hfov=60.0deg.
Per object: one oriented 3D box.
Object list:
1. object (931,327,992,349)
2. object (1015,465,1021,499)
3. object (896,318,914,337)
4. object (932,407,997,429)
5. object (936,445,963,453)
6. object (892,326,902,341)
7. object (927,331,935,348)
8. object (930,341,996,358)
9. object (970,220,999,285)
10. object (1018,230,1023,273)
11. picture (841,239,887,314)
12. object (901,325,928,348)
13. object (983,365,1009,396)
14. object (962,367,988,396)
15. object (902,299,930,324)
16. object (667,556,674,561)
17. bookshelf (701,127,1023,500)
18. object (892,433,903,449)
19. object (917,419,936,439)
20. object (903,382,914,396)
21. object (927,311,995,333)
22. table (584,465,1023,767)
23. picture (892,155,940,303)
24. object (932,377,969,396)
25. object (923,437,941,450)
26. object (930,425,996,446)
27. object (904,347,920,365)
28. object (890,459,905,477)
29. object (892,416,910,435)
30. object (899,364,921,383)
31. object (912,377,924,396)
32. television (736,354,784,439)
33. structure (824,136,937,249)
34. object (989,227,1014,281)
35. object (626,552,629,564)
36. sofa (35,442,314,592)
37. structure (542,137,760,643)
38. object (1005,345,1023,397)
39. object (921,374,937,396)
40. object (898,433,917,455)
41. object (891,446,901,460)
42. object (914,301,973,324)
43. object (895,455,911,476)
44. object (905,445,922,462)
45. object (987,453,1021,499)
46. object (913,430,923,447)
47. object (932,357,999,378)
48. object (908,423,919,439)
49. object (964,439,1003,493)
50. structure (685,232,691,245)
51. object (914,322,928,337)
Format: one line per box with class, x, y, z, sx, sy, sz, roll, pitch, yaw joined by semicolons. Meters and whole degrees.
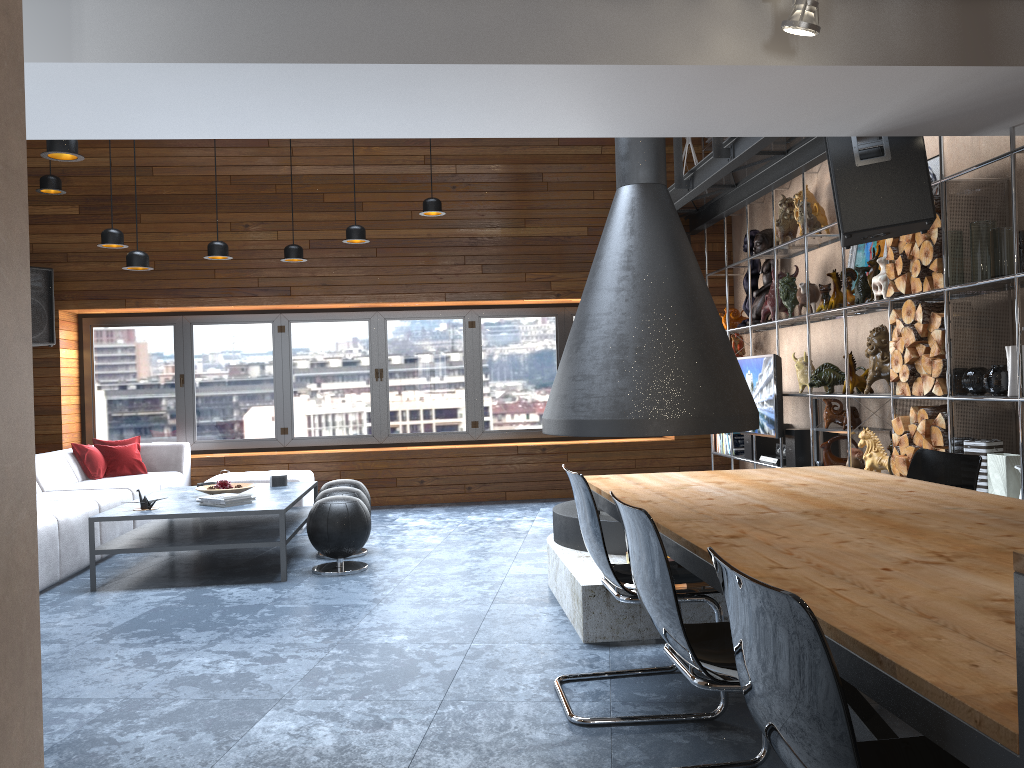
object;2.403;-0.248;4.733;0.308;0.120;0.097;-2;0;-10
object;2.465;0.510;4.167;0.171;0.245;0.146;-2;0;25
object;2.382;-0.327;5.046;0.362;0.115;0.098;-2;0;-6
object;2.419;0.180;4.746;0.308;0.107;0.121;-2;0;-9
object;2.427;0.369;4.729;0.309;0.121;0.111;-2;0;-6
object;2.378;-0.296;5.147;0.299;0.114;0.135;-2;0;-8
object;2.416;-0.238;4.812;0.290;0.153;0.112;-2;0;-9
object;2.412;-0.181;4.732;0.331;0.110;0.107;-2;0;-7
object;2.401;-0.666;4.511;0.122;0.313;0.122;-2;0;15
object;2.417;-0.617;4.183;0.058;0.215;0.077;-2;0;21
picture;2.438;-0.817;6.085;0.136;0.625;0.544;-2;0;-5
object;2.362;-0.268;4.953;0.321;0.128;0.164;-2;0;-6
object;2.421;-0.018;4.402;0.151;0.154;0.151;-2;0;-2
object;2.404;-0.014;4.577;0.150;0.146;0.148;-2;0;-26
object;2.357;-0.401;4.959;0.312;0.150;0.140;-2;0;-9
object;0.740;0.802;4.184;0.114;0.117;0.114;-2;0;-20
bookshelf;2.552;-2.059;3.268;0.421;6.219;10.738;-2;0;-5
object;2.384;0.336;5.177;0.308;0.120;0.097;-2;0;-10
object;2.402;0.240;4.843;0.362;0.115;0.098;-2;0;-6
object;2.396;0.024;5.058;0.303;0.095;0.087;-2;0;-6
object;2.413;-0.334;4.770;0.299;0.119;0.151;-2;0;-3
table;1.168;0.628;0.907;1.185;0.927;5.999;-2;0;-5
picture;2.515;-0.940;5.524;0.090;0.863;0.529;-2;0;-6
object;2.418;0.008;4.724;0.330;0.105;0.107;-2;0;-8
object;2.419;0.341;4.816;0.329;0.107;0.128;-2;0;-5
object;2.407;0.271;4.741;0.299;0.114;0.135;-2;0;-8
object;2.387;-0.168;4.986;0.331;0.110;0.101;-2;0;-4
object;2.384;0.483;5.171;0.321;0.109;0.110;-2;0;-5
object;2.370;0.237;5.119;0.299;0.119;0.151;-2;0;-3
object;2.361;-0.061;5.024;0.312;0.110;0.103;-2;0;-9
object;2.406;0.010;4.949;0.299;0.114;0.135;-2;0;-8
television;1.981;0.092;7.201;0.115;0.638;1.075;-2;0;-5
structure;1.838;-1.089;4.476;0.506;0.744;0.460;-2;0;20
object;2.414;-0.636;4.351;0.113;0.253;0.112;-2;0;-5
object;0.570;0.821;4.091;0.086;0.088;0.086;-2;0;0
sofa;-2.696;0.872;6.375;2.205;0.693;4.035;-2;0;-5
structure;0.732;-1.742;4.741;1.197;5.700;1.689;-2;0;-5
object;2.449;-0.063;4.217;0.175;0.241;0.165;-2;0;30
object;2.433;0.004;4.825;0.362;0.131;0.154;-2;0;-5
object;2.373;0.332;5.076;0.290;0.153;0.112;-2;0;-9
object;2.380;0.389;5.156;0.331;0.110;0.107;-2;0;-7
object;2.361;-0.388;4.861;0.289;0.121;0.107;-2;0;-5
object;2.389;0.451;5.070;0.374;0.131;0.115;-2;0;-10
object;2.382;0.387;4.981;0.330;0.098;0.107;-2;0;-9
object;2.426;0.490;4.357;0.092;0.287;0.148;-2;0;-5
object;2.425;0.298;4.936;0.321;0.128;0.164;-2;0;-6
object;2.414;-0.087;4.716;0.321;0.109;0.110;-2;0;-5
object;2.405;0.263;5.010;0.303;0.090;0.098;-2;0;-6
object;2.422;0.462;4.550;0.140;0.347;0.139;-2;0;-26
structure;1.461;-1.073;8.436;0.461;0.735;0.488;-2;0;45
object;2.380;-0.305;4.878;0.303;0.090;0.098;-2;0;-6
